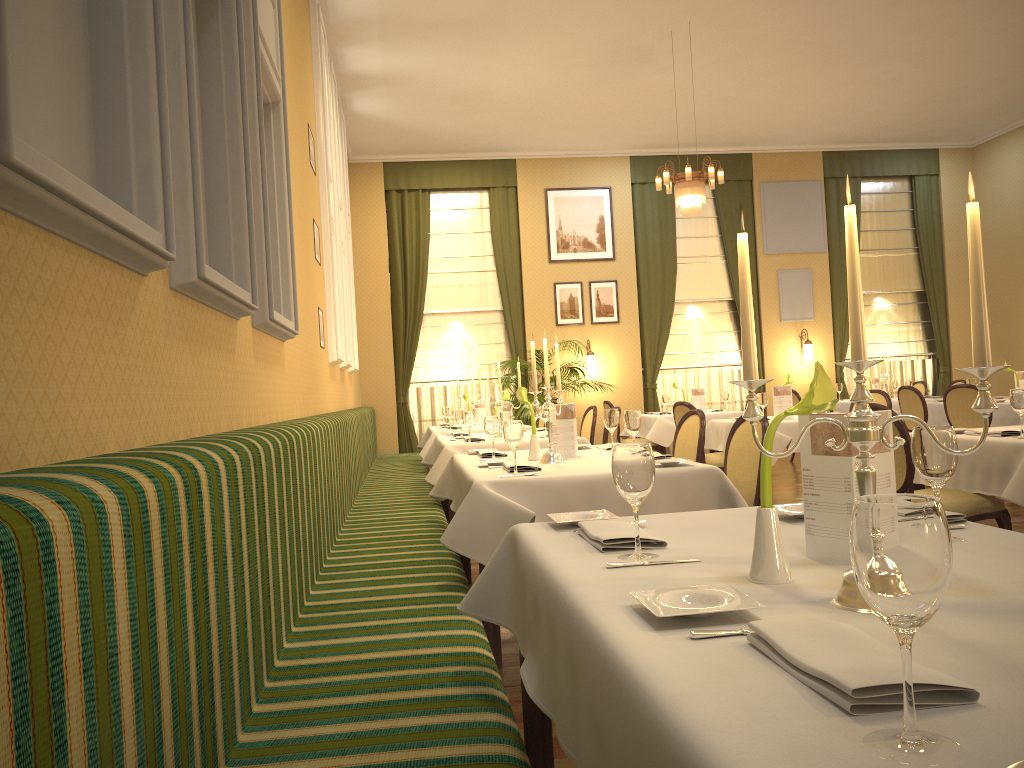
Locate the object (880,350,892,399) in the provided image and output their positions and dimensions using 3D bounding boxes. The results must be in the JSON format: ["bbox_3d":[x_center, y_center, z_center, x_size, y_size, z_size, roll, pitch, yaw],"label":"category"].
[{"bbox_3d":[4.600,-0.131,10.922,0.390,0.655,0.131,-3,-1,-41],"label":"object"}]

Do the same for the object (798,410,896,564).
[{"bbox_3d":[0.626,0.191,1.637,0.166,0.277,0.081,-3,-1,15],"label":"object"}]

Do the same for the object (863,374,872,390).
[{"bbox_3d":[4.445,0.016,11.089,0.163,0.375,0.076,-3,-1,15],"label":"object"}]

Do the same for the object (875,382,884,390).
[{"bbox_3d":[4.303,0.090,10.375,0.088,0.229,0.088,-4,-1,41],"label":"object"}]

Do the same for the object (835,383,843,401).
[{"bbox_3d":[4.190,0.106,11.349,0.088,0.229,0.088,-4,-1,41],"label":"object"}]

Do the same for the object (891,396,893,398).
[{"bbox_3d":[4.864,0.175,11.649,0.142,0.024,0.273,-3,-1,-7],"label":"object"}]

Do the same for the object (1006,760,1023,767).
[{"bbox_3d":[0.373,0.326,0.729,0.181,0.015,0.038,-3,-1,-5],"label":"object"}]

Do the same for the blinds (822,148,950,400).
[{"bbox_3d":[5.622,-1.357,13.261,1.876,4.537,0.129,-3,-1,-7],"label":"blinds"}]

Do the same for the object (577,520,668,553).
[{"bbox_3d":[0.242,0.339,1.996,0.142,0.033,0.273,-3,-1,-7],"label":"object"}]

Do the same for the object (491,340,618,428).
[{"bbox_3d":[0.460,0.299,11.937,1.496,1.807,1.552,-3,-1,-26],"label":"object"}]

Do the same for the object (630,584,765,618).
[{"bbox_3d":[0.273,0.333,1.327,0.160,0.024,0.160,-3,-1,-7],"label":"object"}]

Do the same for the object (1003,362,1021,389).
[{"bbox_3d":[4.764,-0.028,8.435,0.163,0.375,0.076,-3,-1,15],"label":"object"}]

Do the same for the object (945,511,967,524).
[{"bbox_3d":[0.923,0.305,2.092,0.142,0.024,0.273,-3,-1,-7],"label":"object"}]

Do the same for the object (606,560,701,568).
[{"bbox_3d":[0.273,0.343,1.709,0.185,0.010,0.017,-3,-1,-6],"label":"object"}]

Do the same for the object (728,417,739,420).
[{"bbox_3d":[1.972,0.299,7.677,0.160,0.024,0.160,-3,-1,-7],"label":"object"}]

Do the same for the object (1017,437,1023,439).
[{"bbox_3d":[2.429,0.244,4.107,0.185,0.010,0.017,-3,-1,-6],"label":"object"}]

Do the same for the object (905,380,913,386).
[{"bbox_3d":[4.875,0.063,10.887,0.088,0.229,0.088,-4,-1,41],"label":"object"}]

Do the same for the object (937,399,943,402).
[{"bbox_3d":[4.440,0.174,9.162,0.160,0.024,0.160,-3,-1,-7],"label":"object"}]

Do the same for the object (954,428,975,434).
[{"bbox_3d":[2.335,0.249,4.658,0.160,0.024,0.160,-3,-1,-7],"label":"object"}]

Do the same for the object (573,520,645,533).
[{"bbox_3d":[0.237,0.348,2.164,0.181,0.015,0.038,-3,-1,-5],"label":"object"}]

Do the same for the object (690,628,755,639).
[{"bbox_3d":[0.334,0.335,1.208,0.185,0.010,0.017,-3,-1,-6],"label":"object"}]

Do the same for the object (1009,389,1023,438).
[{"bbox_3d":[2.405,0.137,4.190,0.088,0.229,0.088,-4,-1,41],"label":"object"}]

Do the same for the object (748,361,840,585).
[{"bbox_3d":[0.476,0.151,1.513,0.163,0.375,0.076,-3,-1,15],"label":"object"}]

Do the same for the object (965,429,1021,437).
[{"bbox_3d":[2.398,0.240,4.395,0.142,0.033,0.273,-3,-1,-7],"label":"object"}]

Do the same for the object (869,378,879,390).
[{"bbox_3d":[4.584,0.060,11.154,0.166,0.277,0.081,-3,-1,-35],"label":"object"}]

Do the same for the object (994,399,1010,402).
[{"bbox_3d":[4.534,0.159,8.230,0.160,0.024,0.160,-3,-1,-7],"label":"object"}]

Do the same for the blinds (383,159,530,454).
[{"bbox_3d":[-0.749,-1.004,12.499,1.934,4.537,0.225,-3,-1,-8],"label":"blinds"}]

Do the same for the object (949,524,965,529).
[{"bbox_3d":[0.880,0.311,1.896,0.185,0.010,0.017,-3,-1,-7],"label":"object"}]

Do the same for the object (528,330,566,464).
[{"bbox_3d":[0.173,0.055,4.253,0.131,0.655,0.390,-3,-1,12],"label":"object"}]

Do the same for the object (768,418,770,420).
[{"bbox_3d":[2.034,0.290,7.413,0.142,0.033,0.273,-3,-1,-7],"label":"object"}]

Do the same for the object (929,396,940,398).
[{"bbox_3d":[4.959,0.156,10.382,0.160,0.024,0.160,-3,-1,-7],"label":"object"}]

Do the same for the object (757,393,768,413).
[{"bbox_3d":[2.042,0.187,7.209,0.088,0.229,0.088,-4,-1,35],"label":"object"}]

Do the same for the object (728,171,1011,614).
[{"bbox_3d":[0.524,0.006,1.332,0.390,0.655,0.131,-4,-1,39],"label":"object"}]

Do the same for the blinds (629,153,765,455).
[{"bbox_3d":[2.730,-1.197,12.910,1.878,4.537,0.129,-3,-1,-7],"label":"blinds"}]

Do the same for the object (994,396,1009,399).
[{"bbox_3d":[4.984,0.142,9.076,0.160,0.024,0.160,-3,-1,-7],"label":"object"}]

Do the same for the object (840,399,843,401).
[{"bbox_3d":[4.183,0.209,11.553,0.142,0.033,0.273,-3,-1,-7],"label":"object"}]

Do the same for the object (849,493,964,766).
[{"bbox_3d":[0.362,0.220,0.818,0.088,0.229,0.088,-4,-1,41],"label":"object"}]

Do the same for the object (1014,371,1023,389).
[{"bbox_3d":[4.904,0.016,8.499,0.166,0.277,0.081,-3,-1,-35],"label":"object"}]

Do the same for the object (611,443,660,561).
[{"bbox_3d":[0.249,0.236,1.792,0.088,0.229,0.088,-4,-1,41],"label":"object"}]

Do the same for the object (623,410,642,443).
[{"bbox_3d":[0.582,0.241,4.252,0.088,0.229,0.088,-4,-1,41],"label":"object"}]

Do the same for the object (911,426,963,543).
[{"bbox_3d":[0.860,0.201,1.797,0.088,0.229,0.088,-4,-1,41],"label":"object"}]

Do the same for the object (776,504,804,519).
[{"bbox_3d":[0.723,0.316,2.174,0.160,0.024,0.160,-3,-1,-7],"label":"object"}]

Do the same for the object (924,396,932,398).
[{"bbox_3d":[4.926,0.159,10.700,0.142,0.033,0.273,-3,-1,-7],"label":"object"}]

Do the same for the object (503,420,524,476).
[{"bbox_3d":[0.010,0.268,3.740,0.088,0.229,0.088,-4,-1,41],"label":"object"}]

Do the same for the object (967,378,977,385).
[{"bbox_3d":[4.510,0.062,8.694,0.088,0.229,0.088,-4,-1,41],"label":"object"}]

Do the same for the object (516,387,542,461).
[{"bbox_3d":[0.089,0.198,4.515,0.076,0.375,0.163,-3,-1,-25],"label":"object"}]

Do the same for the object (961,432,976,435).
[{"bbox_3d":[2.393,0.249,4.562,0.181,0.015,0.038,-3,-1,-5],"label":"object"}]

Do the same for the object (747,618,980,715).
[{"bbox_3d":[0.394,0.321,1.038,0.142,0.033,0.273,-3,-1,-7],"label":"object"}]

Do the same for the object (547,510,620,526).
[{"bbox_3d":[0.179,0.348,2.260,0.160,0.024,0.160,-3,-1,-7],"label":"object"}]

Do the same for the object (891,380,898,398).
[{"bbox_3d":[4.905,0.066,11.366,0.088,0.229,0.088,-4,-1,41],"label":"object"}]
